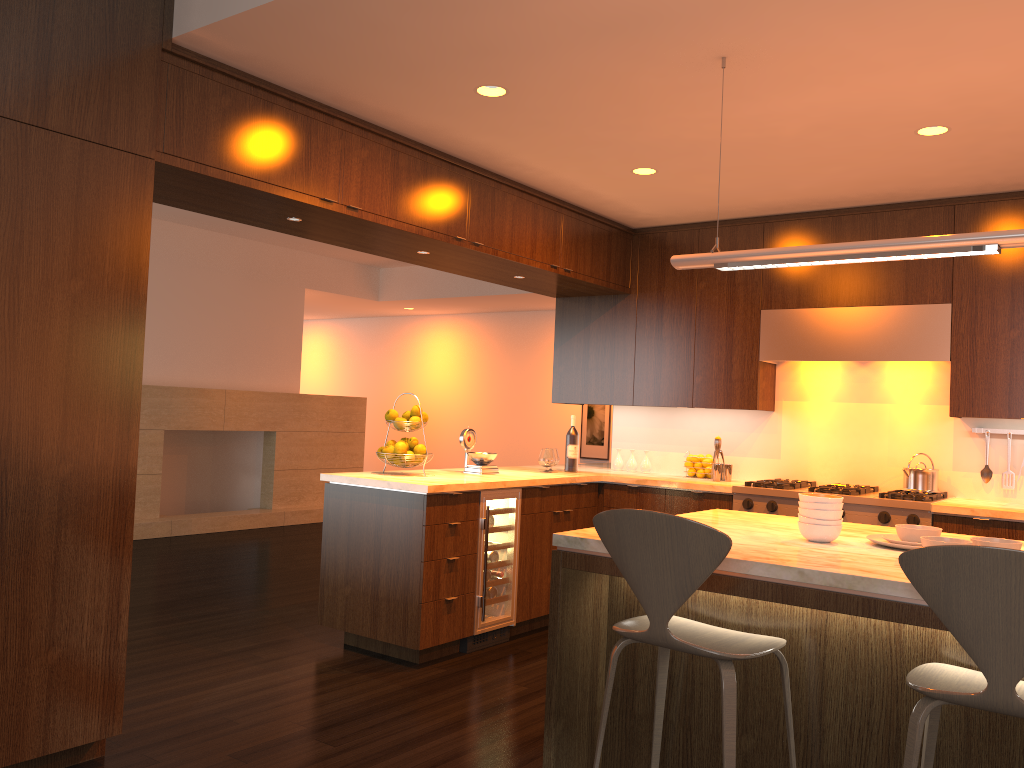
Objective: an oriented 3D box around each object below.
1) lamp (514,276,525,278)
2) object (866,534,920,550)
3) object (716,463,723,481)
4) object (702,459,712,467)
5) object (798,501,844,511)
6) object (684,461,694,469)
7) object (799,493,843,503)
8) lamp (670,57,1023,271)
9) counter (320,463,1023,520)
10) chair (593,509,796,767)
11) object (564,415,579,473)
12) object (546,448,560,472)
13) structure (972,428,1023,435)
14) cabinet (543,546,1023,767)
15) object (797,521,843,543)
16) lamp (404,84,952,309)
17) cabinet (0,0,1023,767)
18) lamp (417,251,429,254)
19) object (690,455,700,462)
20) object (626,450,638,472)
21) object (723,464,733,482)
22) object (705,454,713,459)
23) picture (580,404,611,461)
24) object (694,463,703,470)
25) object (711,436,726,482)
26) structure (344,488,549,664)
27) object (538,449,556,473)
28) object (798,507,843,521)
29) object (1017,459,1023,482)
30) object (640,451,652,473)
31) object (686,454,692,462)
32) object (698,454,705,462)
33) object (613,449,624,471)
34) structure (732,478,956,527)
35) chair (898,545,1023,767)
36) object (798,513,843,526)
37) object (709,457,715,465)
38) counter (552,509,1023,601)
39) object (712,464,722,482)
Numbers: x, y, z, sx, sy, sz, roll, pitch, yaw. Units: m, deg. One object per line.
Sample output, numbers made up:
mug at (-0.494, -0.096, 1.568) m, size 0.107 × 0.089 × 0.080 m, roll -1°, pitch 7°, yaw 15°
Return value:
lamp at (0.046, -0.666, 5.521) m, size 0.068 × 0.004 × 0.068 m, roll 2°, pitch -2°, yaw 17°
object at (1.297, 0.512, 2.831) m, size 0.310 × 0.021 × 0.309 m, roll 1°, pitch -2°, yaw 36°
object at (1.339, 0.566, 5.702) m, size 0.060 × 0.106 × 0.060 m, roll 3°, pitch -2°, yaw -22°
object at (1.272, 0.516, 5.794) m, size 0.061 × 0.052 × 0.053 m, roll 3°, pitch -2°, yaw -8°
object at (1.001, 0.413, 2.879) m, size 0.140 × 0.064 × 0.139 m, roll 2°, pitch -2°, yaw 11°
object at (1.166, 0.533, 5.842) m, size 0.063 × 0.051 × 0.053 m, roll 1°, pitch -2°, yaw 38°
object at (1.002, 0.391, 2.880) m, size 0.140 × 0.062 × 0.139 m, roll 1°, pitch -3°, yaw 45°
lamp at (1.615, -0.770, 2.527) m, size 2.465 × 0.765 × 0.120 m, roll 1°, pitch -2°, yaw 36°
counter at (1.359, 0.616, 5.013) m, size 3.616 × 0.038 × 3.187 m, roll 1°, pitch -2°, yaw 36°
chair at (0.494, 0.868, 2.499) m, size 0.520 × 1.047 × 0.506 m, roll 1°, pitch -3°, yaw 41°
object at (0.398, 0.394, 5.867) m, size 0.095 × 0.378 × 0.094 m, roll 4°, pitch -2°, yaw -28°
object at (0.259, 0.502, 5.877) m, size 0.112 × 0.151 × 0.112 m, roll 4°, pitch -2°, yaw -35°
structure at (2.822, 0.266, 4.858) m, size 0.541 × 0.031 × 0.048 m, roll 1°, pitch -2°, yaw 40°
cabinet at (1.577, 1.000, 2.480) m, size 2.713 × 0.876 × 1.281 m, roll 1°, pitch -2°, yaw 36°
object at (0.998, 0.481, 2.877) m, size 0.140 × 0.059 × 0.139 m, roll 2°, pitch -2°, yaw 28°
lamp at (-2.707, -1.213, 9.061) m, size 16.431 × 0.171 × 5.868 m, roll 1°, pitch -2°, yaw 36°
cabinet at (1.470, -0.033, 3.514) m, size 5.521 × 2.997 × 7.728 m, roll 1°, pitch -2°, yaw 36°
lamp at (-0.480, -0.713, 4.803) m, size 0.068 × 0.004 × 0.068 m, roll 2°, pitch -2°, yaw 17°
object at (1.203, 0.490, 5.820) m, size 0.063 × 0.051 × 0.053 m, roll 2°, pitch -2°, yaw 27°
object at (0.840, 0.537, 6.203) m, size 0.079 × 0.154 × 0.079 m, roll 2°, pitch -2°, yaw 19°
object at (1.370, 0.565, 5.633) m, size 0.060 × 0.106 × 0.060 m, roll 3°, pitch -2°, yaw -22°
object at (1.312, 0.496, 5.902) m, size 0.050 × 0.060 × 0.059 m, roll 3°, pitch -2°, yaw -21°
picture at (1.005, 0.301, 10.594) m, size 0.398 × 1.200 × 0.012 m, roll 1°, pitch -2°, yaw 36°
object at (1.222, 0.536, 5.814) m, size 0.052 × 0.053 × 0.062 m, roll 1°, pitch -3°, yaw 41°
object at (1.290, 0.470, 5.609) m, size 0.101 × 0.288 × 0.088 m, roll 3°, pitch -2°, yaw -24°
structure at (1.381, 1.083, 5.045) m, size 3.400 × 0.862 × 3.060 m, roll 1°, pitch -2°, yaw 36°
object at (0.226, 0.495, 5.727) m, size 0.112 × 0.151 × 0.112 m, roll 4°, pitch -2°, yaw -35°
object at (1.000, 0.434, 2.878) m, size 0.140 × 0.062 × 0.139 m, roll 1°, pitch -2°, yaw 36°
object at (2.823, 0.407, 4.839) m, size 0.114 × 0.271 × 0.008 m, roll 1°, pitch -2°, yaw 36°
object at (0.928, 0.538, 6.136) m, size 0.079 × 0.154 × 0.079 m, roll 2°, pitch -2°, yaw 19°
object at (1.182, 0.495, 5.868) m, size 0.052 × 0.060 × 0.057 m, roll 4°, pitch -2°, yaw -33°
object at (1.250, 0.490, 5.858) m, size 0.051 × 0.053 × 0.063 m, roll 3°, pitch -2°, yaw -19°
object at (0.754, 0.535, 6.269) m, size 0.079 × 0.154 × 0.079 m, roll 2°, pitch -2°, yaw 19°
structure at (1.942, 0.615, 5.165) m, size 1.067 × 0.422 × 0.824 m, roll 1°, pitch -2°, yaw 36°
chair at (1.157, 0.883, 2.064) m, size 0.520 × 1.047 × 0.506 m, roll 1°, pitch -2°, yaw 36°
object at (1.000, 0.456, 2.878) m, size 0.140 × 0.068 × 0.139 m, roll 2°, pitch -2°, yaw 19°
object at (1.315, 0.507, 5.834) m, size 0.051 × 0.053 × 0.063 m, roll 3°, pitch -2°, yaw -8°
counter at (1.598, 0.543, 2.496) m, size 2.711 × 0.038 × 1.280 m, roll 1°, pitch -2°, yaw 36°
object at (1.292, 0.560, 5.592) m, size 0.060 × 0.106 × 0.060 m, roll 3°, pitch -2°, yaw -22°
